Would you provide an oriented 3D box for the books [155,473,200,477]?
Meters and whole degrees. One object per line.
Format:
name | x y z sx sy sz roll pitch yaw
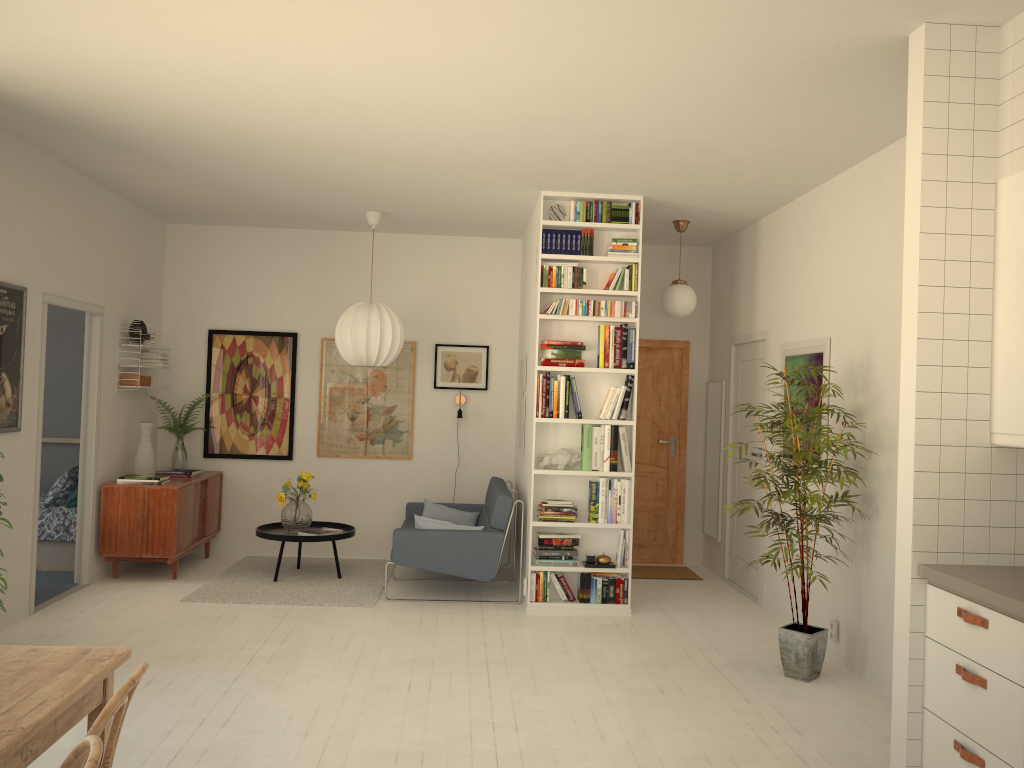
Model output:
books | -2.797 0.743 7.310 0.371 0.022 0.259 2 -1 -3

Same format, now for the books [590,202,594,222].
books | 0.547 -1.191 6.253 0.024 0.148 0.188 2 -1 -3

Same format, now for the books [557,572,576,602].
books | 0.378 1.412 6.182 0.131 0.188 0.136 2 -1 -3

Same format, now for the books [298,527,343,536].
books | -1.479 1.150 6.860 0.200 0.031 0.289 2 -1 31

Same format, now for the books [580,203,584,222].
books | 0.477 -1.185 6.265 0.025 0.131 0.253 2 -1 -3

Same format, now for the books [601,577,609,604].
books | 0.634 1.433 6.208 0.048 0.163 0.209 2 -1 -3

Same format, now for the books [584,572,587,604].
books | 0.500 1.402 6.186 0.015 0.214 0.202 2 -1 -3

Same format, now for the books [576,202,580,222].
books | 0.455 -1.189 6.221 0.023 0.137 0.161 2 -1 -3

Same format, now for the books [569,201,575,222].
books | 0.417 -1.196 6.227 0.026 0.149 0.155 2 -1 -3

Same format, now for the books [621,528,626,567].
books | 0.767 1.143 6.195 0.033 0.258 0.130 2 -1 -3

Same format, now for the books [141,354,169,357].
books | -2.978 -0.237 7.403 0.153 0.013 0.197 2 -1 -1

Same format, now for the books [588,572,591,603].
books | 0.529 1.403 6.200 0.015 0.214 0.202 2 -1 -3

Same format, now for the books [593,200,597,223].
books | 0.571 -1.194 6.262 0.024 0.156 0.227 2 -1 -3

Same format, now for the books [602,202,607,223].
books | 0.637 -1.190 6.268 0.032 0.154 0.212 2 -1 -3

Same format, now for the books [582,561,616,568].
books | 0.603 1.253 6.152 0.214 0.023 0.130 2 -1 -3

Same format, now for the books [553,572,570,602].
books | 0.346 1.407 6.174 0.118 0.192 0.118 2 -1 -3

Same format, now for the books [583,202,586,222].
books | 0.499 -1.189 6.252 0.018 0.141 0.206 2 -1 -3

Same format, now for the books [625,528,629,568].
books | 0.792 1.142 6.212 0.007 0.257 0.181 2 -1 -3

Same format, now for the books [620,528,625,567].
books | 0.756 1.143 6.230 0.030 0.256 0.198 2 -1 -3

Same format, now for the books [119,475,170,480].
books | -2.773 0.705 6.693 0.311 0.015 0.192 2 -1 0

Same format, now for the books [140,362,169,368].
books | -2.980 -0.158 7.402 0.179 0.038 0.190 2 -1 -4

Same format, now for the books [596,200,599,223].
books | 0.589 -1.193 6.258 0.012 0.158 0.220 2 -1 -3

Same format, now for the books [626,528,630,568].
books | 0.802 1.143 6.204 0.011 0.256 0.139 2 -1 -3

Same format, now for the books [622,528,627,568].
books | 0.784 1.142 6.224 0.008 0.256 0.184 2 -1 -3

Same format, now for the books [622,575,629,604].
books | 0.779 1.432 6.229 0.032 0.176 0.230 2 -1 -3

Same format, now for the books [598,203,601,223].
books | 0.604 -1.183 6.248 0.019 0.137 0.201 2 -1 -3

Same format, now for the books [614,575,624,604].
books | 0.736 1.429 6.208 0.056 0.180 0.202 2 -1 -3

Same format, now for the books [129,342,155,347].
books | -2.959 -0.317 7.099 0.159 0.028 0.147 2 -1 -7

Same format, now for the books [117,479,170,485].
books | -2.776 0.737 6.693 0.320 0.020 0.237 2 -1 -7

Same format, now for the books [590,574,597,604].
books | 0.558 1.422 6.209 0.044 0.179 0.224 2 -1 -3

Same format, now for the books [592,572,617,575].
books | 0.644 1.321 6.186 0.165 0.006 0.103 2 -1 -3

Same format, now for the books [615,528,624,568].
books | 0.746 1.142 6.227 0.034 0.257 0.209 2 -1 -3

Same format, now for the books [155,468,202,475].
books | -2.783 0.723 7.317 0.368 0.020 0.255 2 -1 -1

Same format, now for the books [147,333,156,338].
books | -2.946 -0.392 7.091 0.178 0.036 0.145 2 -1 -10

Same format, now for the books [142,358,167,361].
books | -2.985 -0.203 7.410 0.147 0.012 0.195 2 -1 -6

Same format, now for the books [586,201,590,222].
books | 0.522 -1.190 6.235 0.028 0.147 0.192 2 -1 -3

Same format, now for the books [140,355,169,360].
books | -2.980 -0.220 7.396 0.173 0.023 0.190 2 -1 -4

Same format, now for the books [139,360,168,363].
books | -2.985 -0.187 7.393 0.168 0.021 0.197 2 -1 -1

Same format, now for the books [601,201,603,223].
books | 0.617 -1.190 6.256 0.009 0.151 0.208 2 -1 -3

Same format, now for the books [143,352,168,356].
books | -2.971 -0.251 7.402 0.147 0.016 0.195 2 -1 -6

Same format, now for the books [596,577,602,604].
books | 0.594 1.425 6.206 0.032 0.176 0.222 2 -1 -3

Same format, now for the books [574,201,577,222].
books | 0.436 -1.194 6.245 0.013 0.146 0.208 2 -1 -3

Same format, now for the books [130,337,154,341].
books | -2.959 -0.362 7.095 0.155 0.024 0.136 2 -1 -11

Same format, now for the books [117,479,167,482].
books | -2.785 0.720 6.692 0.296 0.015 0.240 2 -1 -4

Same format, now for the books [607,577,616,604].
books | 0.682 1.431 6.225 0.050 0.170 0.221 2 -1 -3

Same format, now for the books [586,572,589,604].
books | 0.514 1.403 6.194 0.015 0.214 0.202 2 -1 -3

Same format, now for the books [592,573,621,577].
books | 0.656 1.330 6.205 0.193 0.012 0.130 2 -1 -3

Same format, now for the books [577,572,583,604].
books | 0.469 1.401 6.189 0.015 0.214 0.202 2 -1 -3

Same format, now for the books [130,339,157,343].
books | -2.950 -0.341 7.102 0.158 0.019 0.131 2 -1 -2

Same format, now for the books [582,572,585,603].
books | 0.484 1.402 6.198 0.015 0.214 0.202 2 -1 -3
